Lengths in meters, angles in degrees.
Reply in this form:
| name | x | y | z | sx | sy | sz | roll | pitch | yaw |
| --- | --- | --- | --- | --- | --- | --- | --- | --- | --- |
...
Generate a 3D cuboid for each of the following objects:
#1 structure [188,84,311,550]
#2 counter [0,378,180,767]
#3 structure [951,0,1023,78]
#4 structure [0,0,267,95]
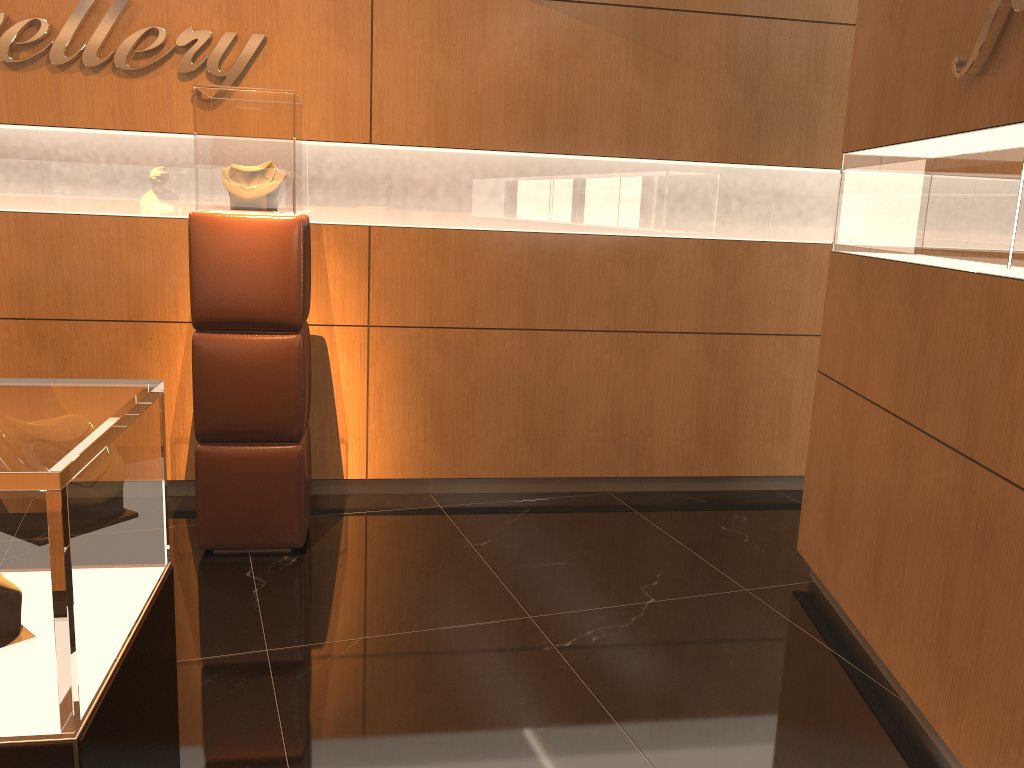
| name | x | y | z | sx | sy | sz | roll | pitch | yaw |
| --- | --- | --- | --- | --- | --- | --- | --- | --- | --- |
| structure | -1.150 | -0.272 | 3.962 | 0.484 | 1.968 | 0.498 | 1 | 12 | -10 |
| counter | -1.878 | 0.614 | 1.320 | 2.514 | 1.173 | 0.615 | 1 | 11 | -10 |
| structure | 1.299 | -0.921 | 1.598 | 0.034 | 0.442 | 2.050 | 3 | 11 | 1 |
| structure | -2.188 | -1.575 | 4.087 | 2.050 | 0.442 | 0.034 | 1 | 11 | -10 |
